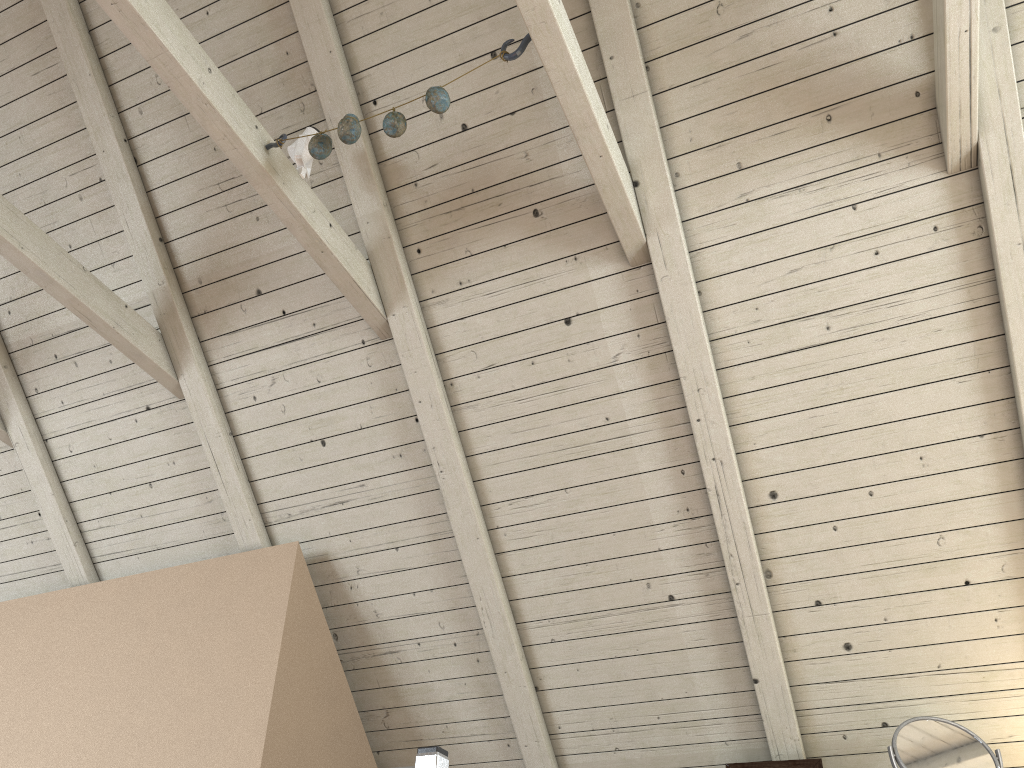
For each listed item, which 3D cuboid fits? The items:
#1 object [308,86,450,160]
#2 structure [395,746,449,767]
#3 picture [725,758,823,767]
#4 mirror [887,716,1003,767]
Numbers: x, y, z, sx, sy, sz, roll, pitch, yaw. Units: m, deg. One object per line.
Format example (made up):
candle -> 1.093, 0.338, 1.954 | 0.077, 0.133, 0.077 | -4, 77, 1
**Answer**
object -> -0.233, -0.449, 1.513 | 0.286, 0.063, 0.062 | -14, -37, 20
structure -> -1.009, 0.820, 0.850 | 1.653, 0.939, 0.879 | -14, -37, 21
picture -> 0.568, 0.932, 1.853 | 0.202, 0.244, 0.155 | -10, -35, 16
mirror -> 0.846, 0.783, 1.685 | 0.208, 0.300, 0.118 | 15, -35, -18
